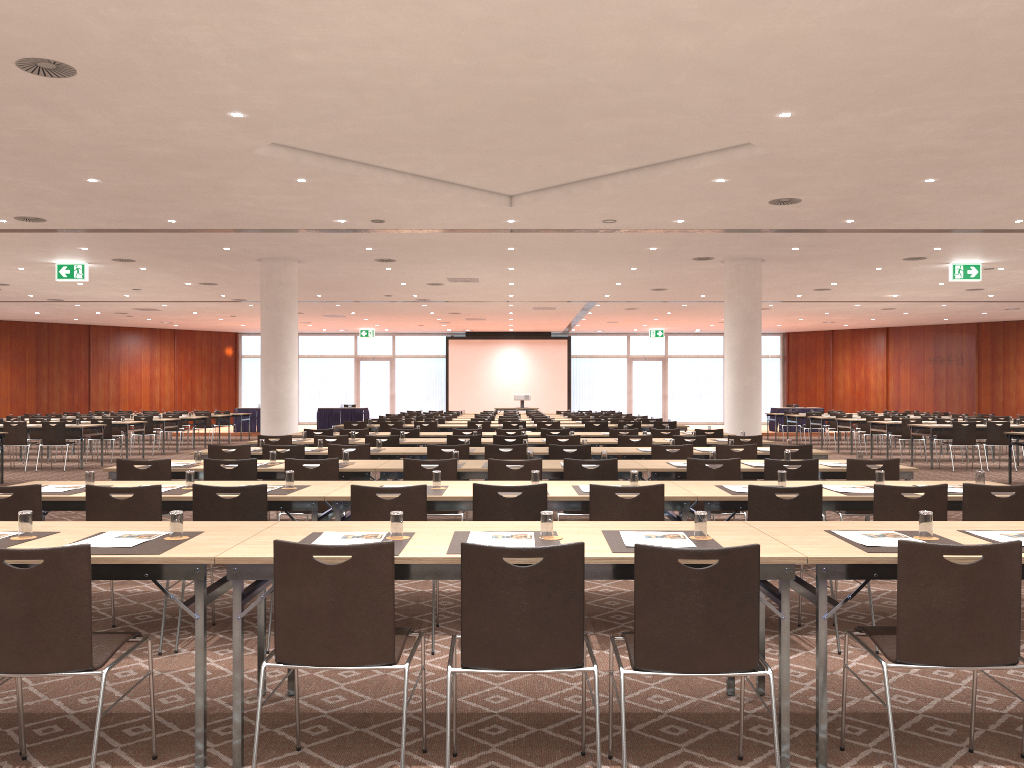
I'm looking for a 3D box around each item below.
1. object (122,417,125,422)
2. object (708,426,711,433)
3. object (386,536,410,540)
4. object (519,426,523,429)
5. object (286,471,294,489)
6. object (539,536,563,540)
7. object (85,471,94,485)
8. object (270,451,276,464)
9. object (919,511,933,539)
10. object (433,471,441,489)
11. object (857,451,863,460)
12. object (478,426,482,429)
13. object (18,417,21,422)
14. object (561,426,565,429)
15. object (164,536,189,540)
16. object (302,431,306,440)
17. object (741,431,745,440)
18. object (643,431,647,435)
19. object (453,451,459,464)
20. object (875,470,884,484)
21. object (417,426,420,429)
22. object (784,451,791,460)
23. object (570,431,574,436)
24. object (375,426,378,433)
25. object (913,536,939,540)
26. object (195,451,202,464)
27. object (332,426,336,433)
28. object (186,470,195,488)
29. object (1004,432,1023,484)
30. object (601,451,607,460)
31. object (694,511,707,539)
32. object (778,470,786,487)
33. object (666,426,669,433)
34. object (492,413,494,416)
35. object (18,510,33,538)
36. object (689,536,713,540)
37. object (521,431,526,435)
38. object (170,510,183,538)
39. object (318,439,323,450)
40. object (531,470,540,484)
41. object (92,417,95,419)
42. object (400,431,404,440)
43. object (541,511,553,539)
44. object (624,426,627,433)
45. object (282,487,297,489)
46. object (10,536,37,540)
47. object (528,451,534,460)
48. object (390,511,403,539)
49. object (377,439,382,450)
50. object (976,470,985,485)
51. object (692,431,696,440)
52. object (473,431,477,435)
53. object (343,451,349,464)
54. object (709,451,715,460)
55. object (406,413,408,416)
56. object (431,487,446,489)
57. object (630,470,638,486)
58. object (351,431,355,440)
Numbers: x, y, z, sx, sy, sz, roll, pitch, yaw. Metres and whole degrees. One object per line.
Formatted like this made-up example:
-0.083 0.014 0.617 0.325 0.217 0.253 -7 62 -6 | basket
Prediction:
-8.464 0.768 19.314 0.054 0.114 0.054 0 0 -34 | object
3.079 0.711 13.836 0.054 0.114 0.054 0 0 -11 | object
-0.492 0.664 3.830 0.102 0.001 0.102 0 -1 -34 | object
0.142 0.711 13.828 0.054 0.114 0.054 0 0 -11 | object
-1.458 0.627 5.821 0.054 0.114 0.054 0 0 34 | object
0.169 0.664 3.831 0.102 0.001 0.102 0 -1 -34 | object
-2.770 0.627 5.819 0.054 0.114 0.054 0 0 -11 | object
-2.110 0.648 7.829 0.054 0.114 0.054 0 0 -34 | object
1.786 0.607 3.828 0.054 0.114 0.054 0 0 34 | object
-0.493 0.627 5.820 0.054 0.114 0.054 0 0 -11 | object
3.076 0.648 7.841 0.054 0.114 0.054 0 0 -34 | object
-0.497 0.711 13.832 0.054 0.114 0.054 0 0 -11 | object
-10.739 0.768 19.322 0.054 0.114 0.054 0 0 34 | object
0.798 0.711 13.825 0.054 0.114 0.054 0 0 -11 | object
-1.445 0.664 3.822 0.102 0.001 0.102 0 -1 -34 | object
-2.771 0.690 11.835 0.054 0.114 0.054 0 0 34 | object
3.080 0.690 11.826 0.054 0.114 0.054 0 0 34 | object
1.772 0.690 11.830 0.054 0.114 0.054 0 0 -34 | object
-0.495 0.648 7.819 0.054 0.114 0.054 0 0 34 | object
2.424 0.628 5.841 0.054 0.114 0.054 0 0 34 | object
-1.462 0.711 13.835 0.054 0.114 0.054 0 0 34 | object
2.433 0.648 7.832 0.054 0.114 0.054 0 0 -34 | object
0.803 0.690 11.827 0.054 0.114 0.054 0 0 34 | object
-2.115 0.711 13.826 0.054 0.114 0.054 0 0 11 | object
1.784 0.664 3.821 0.102 0.001 0.102 0 -1 -34 | object
-2.771 0.648 7.835 0.054 0.114 0.054 0 0 34 | object
-2.777 0.711 13.820 0.054 0.114 0.054 0 0 -11 | object
-2.118 0.628 5.835 0.054 0.114 0.054 0 0 11 | object
9.095 1.188 13.881 2.267 0.833 0.953 0 0 0 | object
0.813 0.648 7.822 0.054 0.114 0.054 0 0 34 | object
0.813 0.607 3.820 0.054 0.114 0.054 0 0 -34 | object
1.776 0.628 5.834 0.054 0.114 0.054 0 0 34 | object
2.425 0.711 13.840 0.054 0.114 0.054 0 0 34 | object
-0.506 0.809 23.328 0.054 0.114 0.054 0 0 34 | object
-2.105 0.607 3.835 0.054 0.114 0.054 0 0 34 | object
0.817 0.664 3.828 0.102 0.001 0.102 0 -1 -34 | object
0.154 0.690 11.830 0.054 0.114 0.054 0 0 34 | object
-1.451 0.607 3.836 0.054 0.114 0.054 0 0 -34 | object
-2.126 0.669 9.833 0.054 0.114 0.054 0 0 -11 | object
0.154 0.628 5.839 0.054 0.114 0.054 0 0 -11 | object
-9.117 0.768 19.328 0.054 0.114 0.054 0 0 -34 | object
-1.462 0.690 11.821 0.054 0.114 0.054 0 0 11 | object
0.151 0.607 3.823 0.054 0.114 0.054 0 0 -34 | object
1.769 0.711 13.831 0.054 0.114 0.054 0 0 11 | object
-1.460 0.685 5.820 0.102 0.001 0.102 0 -1 -11 | object
-2.109 0.664 3.829 0.102 0.001 0.102 0 -1 -34 | object
0.164 0.648 7.825 0.054 0.114 0.054 0 0 34 | object
-0.496 0.607 3.820 0.054 0.114 0.054 0 0 -34 | object
-1.473 0.669 9.825 0.054 0.114 0.054 0 0 -34 | object
3.082 0.628 5.837 0.054 0.114 0.054 0 0 -11 | object
2.425 0.690 11.825 0.054 0.114 0.054 0 0 -34 | object
-0.492 0.690 11.834 0.054 0.114 0.054 0 0 34 | object
-1.467 0.648 7.827 0.054 0.114 0.054 0 0 -34 | object
1.770 0.648 7.836 0.054 0.114 0.054 0 0 11 | object
-2.772 0.809 23.322 0.054 0.114 0.054 0 0 -34 | object
-0.482 0.685 5.823 0.102 0.001 0.102 0 -1 -34 | object
0.804 0.628 5.836 0.054 0.114 0.054 0 0 -11 | object
-2.119 0.690 11.831 0.054 0.114 0.054 0 0 11 | object
